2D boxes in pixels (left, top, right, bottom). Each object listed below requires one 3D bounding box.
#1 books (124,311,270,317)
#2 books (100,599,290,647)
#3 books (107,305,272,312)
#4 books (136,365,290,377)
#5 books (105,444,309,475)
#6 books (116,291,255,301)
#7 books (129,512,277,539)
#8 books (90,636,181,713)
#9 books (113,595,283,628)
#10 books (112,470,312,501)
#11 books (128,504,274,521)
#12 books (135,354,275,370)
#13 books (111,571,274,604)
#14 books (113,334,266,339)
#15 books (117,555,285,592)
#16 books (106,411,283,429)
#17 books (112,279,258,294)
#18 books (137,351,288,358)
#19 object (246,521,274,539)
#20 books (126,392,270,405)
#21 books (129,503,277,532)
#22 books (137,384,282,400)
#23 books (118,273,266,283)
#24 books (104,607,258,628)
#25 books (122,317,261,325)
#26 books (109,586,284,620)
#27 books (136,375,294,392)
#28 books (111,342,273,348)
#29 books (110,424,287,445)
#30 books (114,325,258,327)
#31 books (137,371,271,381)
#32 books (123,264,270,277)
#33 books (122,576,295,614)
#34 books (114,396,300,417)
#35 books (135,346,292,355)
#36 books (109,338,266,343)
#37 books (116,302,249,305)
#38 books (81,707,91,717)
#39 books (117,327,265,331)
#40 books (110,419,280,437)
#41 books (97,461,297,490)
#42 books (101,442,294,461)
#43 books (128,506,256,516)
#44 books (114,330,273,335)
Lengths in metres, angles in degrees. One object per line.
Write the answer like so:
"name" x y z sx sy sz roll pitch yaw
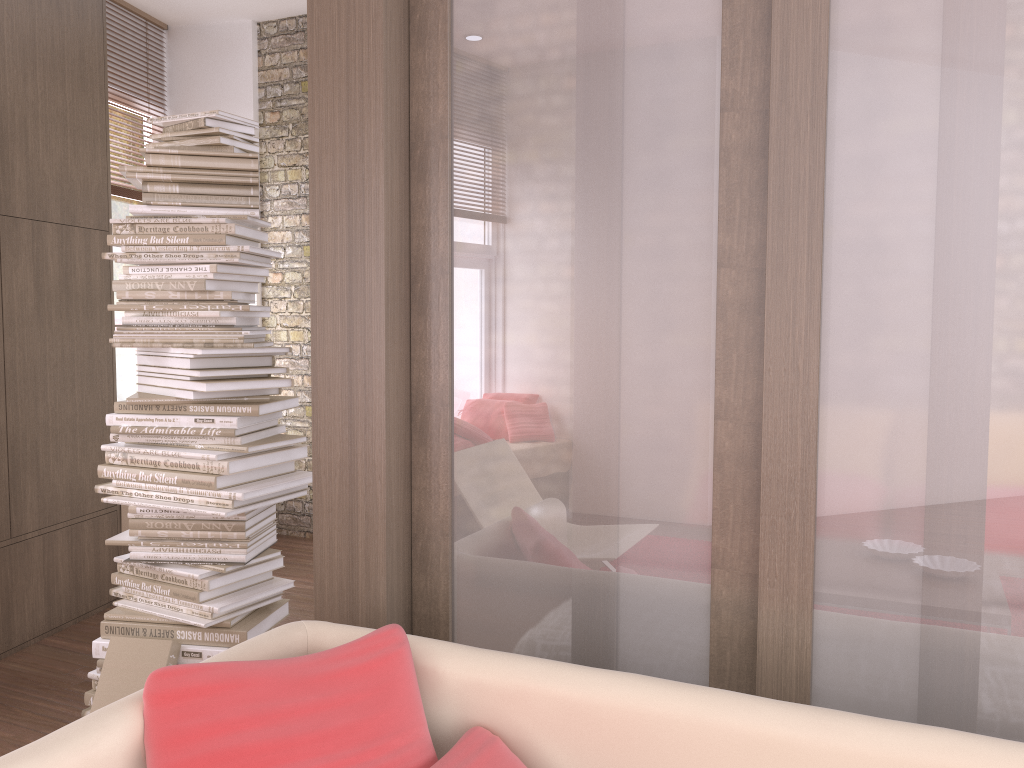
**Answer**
"books" -1.087 -0.243 3.083 0.388 0.020 0.287 2 4 20
"books" -1.082 0.810 3.067 0.518 0.057 0.341 1 4 10
"books" -1.105 -0.262 3.075 0.467 0.020 0.283 0 4 0
"books" -1.045 -0.052 3.083 0.484 0.020 0.323 4 6 45
"books" -1.068 0.248 3.133 0.542 0.046 0.421 2 4 25
"books" -1.119 -0.305 3.081 0.379 0.028 0.297 0 4 0
"books" -1.062 0.486 3.084 0.396 0.024 0.310 1 4 5
"books" -1.198 1.001 2.788 0.218 0.363 0.246 1 4 10
"books" -1.086 0.751 3.077 0.448 0.013 0.350 2 5 30
"books" -1.022 0.335 3.107 0.566 0.025 0.423 2 4 25
"books" -1.066 0.430 3.086 0.405 0.018 0.300 1 4 5
"books" -1.074 -0.083 3.099 0.417 0.036 0.308 4 6 45
"books" -1.118 0.674 3.113 0.432 0.038 0.339 2 5 30
"books" -1.107 -0.167 3.084 0.432 0.013 0.288 0 4 0
"books" -1.090 0.634 3.120 0.448 0.038 0.348 2 5 30
"books" -1.097 0.112 3.106 0.469 0.038 0.364 1 4 10
"books" -1.129 -0.338 3.087 0.379 0.039 0.297 2 4 20
"books" -1.052 -0.108 3.101 0.443 0.010 0.345 4 6 45
"object" -1.071 0.503 3.089 0.413 0.008 0.243 1 4 5
"books" -1.087 0.041 3.121 0.450 0.022 0.364 -1 4 -15
"books" -1.062 0.457 3.082 0.396 0.033 0.310 1 4 5
"books" -1.064 0.018 3.105 0.435 0.030 0.322 4 6 45
"books" -1.106 -0.366 3.082 0.388 0.020 0.287 2 4 20
"books" -1.108 0.767 3.097 0.450 0.022 0.364 1 4 10
"books" -1.111 -0.221 3.103 0.379 0.028 0.297 0 4 0
"books" -1.106 0.728 3.119 0.506 0.023 0.330 2 5 30
"books" -1.033 -0.010 3.069 0.524 0.030 0.317 4 6 45
"books" -1.092 -0.137 3.069 0.469 0.015 0.267 0 4 0
"books" -1.090 0.171 3.123 0.469 0.028 0.368 1 4 10
"books" -1.124 -0.203 3.095 0.395 0.007 0.308 0 4 0
"books" -1.081 -0.035 3.099 0.413 0.013 0.294 4 6 45
"books" -1.085 -0.389 3.068 0.379 0.028 0.297 2 4 20
"books" -1.055 0.706 3.095 0.468 0.021 0.350 2 5 30
"books" -1.056 0.072 3.108 0.518 0.038 0.341 1 4 10
"books" -1.038 -0.121 3.073 0.500 0.018 0.326 4 6 45
"books" -1.116 -0.153 3.085 0.444 0.015 0.279 0 4 0
"books" -1.130 -0.277 3.076 0.368 0.009 0.262 0 4 0
"books" -1.113 1.131 3.091 0.612 0.028 0.399 2 4 25
"books" -1.101 -0.193 3.085 0.412 0.011 0.308 0 4 0
"books" -1.091 0.145 3.086 0.442 0.025 0.346 1 4 10
"books" -1.100 0.296 3.122 0.522 0.046 0.410 2 4 25
"books" -1.095 0.215 3.116 0.510 0.020 0.399 2 4 25
"books" -1.062 0.409 3.079 0.396 0.024 0.310 1 4 5
"books" -1.093 -0.180 3.077 0.446 0.012 0.291 0 4 0
